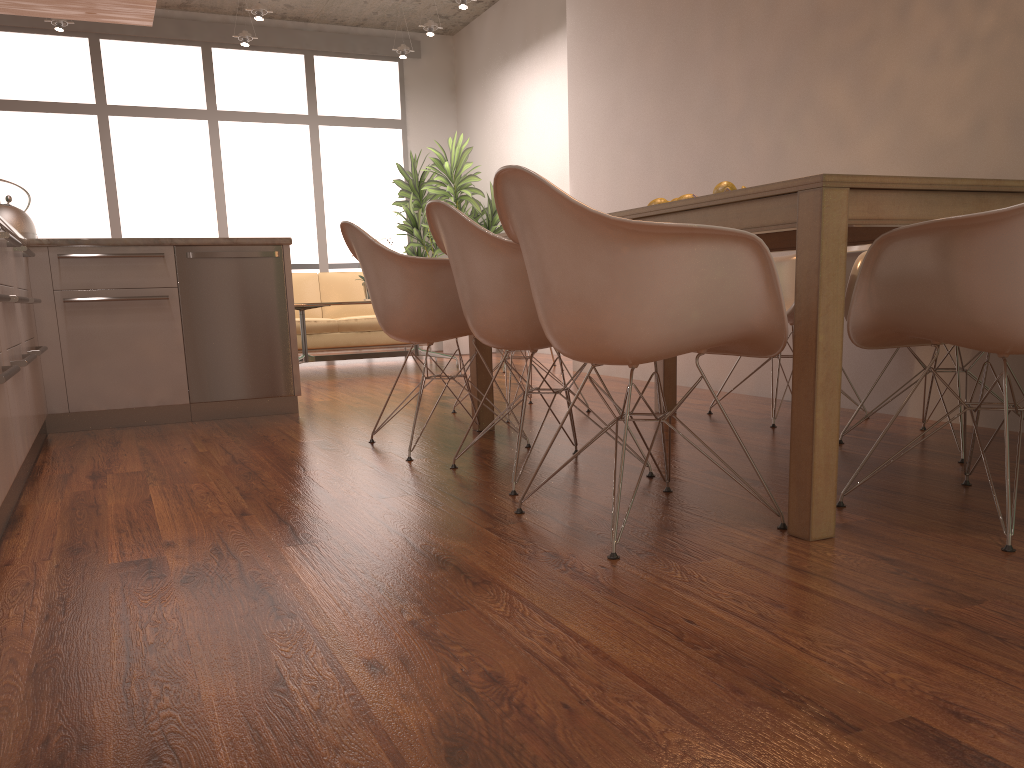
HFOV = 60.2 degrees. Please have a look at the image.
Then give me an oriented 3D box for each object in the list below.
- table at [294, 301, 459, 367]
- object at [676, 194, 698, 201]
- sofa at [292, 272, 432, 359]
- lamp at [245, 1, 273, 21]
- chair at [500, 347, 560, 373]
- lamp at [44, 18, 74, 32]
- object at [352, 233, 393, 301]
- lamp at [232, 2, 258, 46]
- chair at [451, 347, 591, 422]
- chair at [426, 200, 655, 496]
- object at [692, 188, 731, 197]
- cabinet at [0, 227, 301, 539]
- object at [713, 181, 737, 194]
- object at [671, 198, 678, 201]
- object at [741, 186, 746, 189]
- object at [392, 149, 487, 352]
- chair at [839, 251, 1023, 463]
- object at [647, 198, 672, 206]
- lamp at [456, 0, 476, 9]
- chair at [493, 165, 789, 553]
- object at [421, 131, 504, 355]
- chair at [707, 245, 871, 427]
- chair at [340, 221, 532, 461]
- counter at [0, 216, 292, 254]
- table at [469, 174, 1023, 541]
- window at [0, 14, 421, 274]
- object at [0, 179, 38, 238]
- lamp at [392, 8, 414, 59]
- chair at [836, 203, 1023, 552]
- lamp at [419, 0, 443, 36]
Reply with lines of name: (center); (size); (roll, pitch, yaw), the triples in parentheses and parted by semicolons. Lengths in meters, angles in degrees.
table: (-1.212, -0.388, 7.162); (1.859, 0.569, 0.931); (-5, 8, -24)
object: (0.579, -0.585, 2.888); (0.080, 0.073, 0.082); (-8, 10, -34)
sofa: (-1.739, -0.627, 8.288); (1.790, 0.852, 0.870); (-5, 9, -24)
lamp: (-2.140, -3.320, 7.420); (0.133, 0.491, 0.195); (5, 12, 33)
chair: (0.152, -0.567, 6.795); (0.560, 0.917, 0.535); (-2, 10, -4)
lamp: (-3.890, -3.276, 7.542); (0.133, 0.491, 0.195); (5, 12, 33)
object: (-1.142, -0.967, 7.058); (0.295, 0.600, 0.367); (-7, 11, -29)
lamp: (-2.480, -3.385, 8.156); (0.133, 0.491, 0.195); (5, 12, 33)
chair: (0.007, -0.293, 4.369); (0.676, 0.876, 0.640); (-9, 12, -39)
chair: (0.062, -0.136, 2.825); (0.637, 0.876, 0.679); (-7, 10, -29)
object: (0.684, -0.568, 2.744); (0.173, 0.061, 0.172); (-5, 7, -24)
cabinet: (-1.437, -0.810, 2.821); (1.902, 2.314, 4.207); (-6, 8, -24)
object: (0.658, -0.588, 2.722); (0.079, 0.073, 0.081); (6, 11, 42)
object: (0.582, -0.602, 3.039); (0.080, 0.079, 0.077); (5, 11, 40)
object: (0.786, -0.610, 2.923); (0.074, 0.095, 0.074); (-4, 9, -16)
object: (-0.718, -1.418, 9.411); (1.079, 2.142, 0.951); (-3, 10, -6)
chair: (1.575, -0.215, 3.111); (0.636, 0.876, 0.680); (-8, 11, -34)
object: (0.500, -0.596, 3.020); (0.077, 0.079, 0.080); (-8, 11, -38)
lamp: (-0.407, -3.363, 7.290); (0.133, 0.491, 0.195); (5, 12, 33)
chair: (0.283, -0.083, 2.173); (0.637, 0.863, 0.679); (-7, 10, -29)
object: (-0.424, -1.366, 8.810); (0.964, 2.142, 1.065); (-4, 10, -11)
chair: (1.270, -0.288, 3.924); (0.638, 0.876, 0.677); (-6, 10, -24)
chair: (-0.315, -0.185, 3.424); (0.637, 0.876, 0.679); (-7, 10, -29)
counter: (-1.106, -1.298, 3.538); (3.196, 1.371, 3.040); (-5, 7, -24)
table: (0.709, -0.159, 3.084); (1.019, 0.823, 2.055); (-5, 7, -24)
window: (-4.846, -1.791, 8.238); (8.507, 3.339, 0.061); (-5, 11, -23)
object: (-2.435, -0.828, 4.223); (0.262, 0.310, 0.258); (-3, 9, -8)
lamp: (-1.089, -3.492, 8.761); (0.133, 0.491, 0.195); (5, 12, 33)
chair: (1.196, -0.099, 2.105); (0.678, 0.876, 0.638); (-7, 11, -29)
lamp: (-0.748, -3.428, 8.026); (0.133, 0.491, 0.195); (5, 12, 33)
